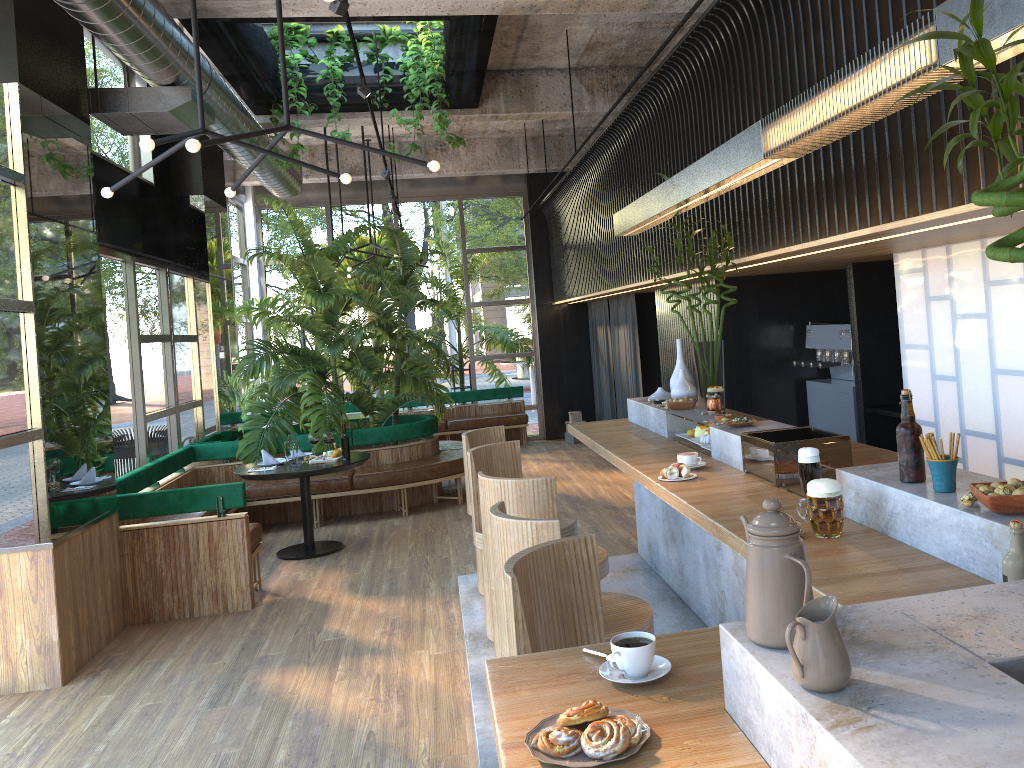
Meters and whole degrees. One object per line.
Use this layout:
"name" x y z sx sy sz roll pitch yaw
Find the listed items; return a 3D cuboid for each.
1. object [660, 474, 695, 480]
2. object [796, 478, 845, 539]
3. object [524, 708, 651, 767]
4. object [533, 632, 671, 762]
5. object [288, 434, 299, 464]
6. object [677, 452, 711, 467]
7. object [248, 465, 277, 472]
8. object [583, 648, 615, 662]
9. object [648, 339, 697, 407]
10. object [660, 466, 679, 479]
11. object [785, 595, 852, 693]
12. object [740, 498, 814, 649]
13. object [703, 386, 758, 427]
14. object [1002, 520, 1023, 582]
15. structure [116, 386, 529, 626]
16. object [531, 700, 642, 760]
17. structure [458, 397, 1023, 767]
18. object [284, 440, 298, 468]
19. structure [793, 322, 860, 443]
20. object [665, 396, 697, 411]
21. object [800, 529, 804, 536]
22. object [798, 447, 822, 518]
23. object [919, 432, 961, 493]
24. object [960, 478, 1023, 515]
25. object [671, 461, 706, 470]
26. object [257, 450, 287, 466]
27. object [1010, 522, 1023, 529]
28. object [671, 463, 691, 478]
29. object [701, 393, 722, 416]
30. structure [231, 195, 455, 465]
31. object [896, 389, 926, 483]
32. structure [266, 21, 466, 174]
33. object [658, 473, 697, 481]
"object" 0.709 0.398 3.803 0.117 0.005 0.126 -2 4 32
"object" 0.942 0.372 2.689 0.114 0.171 0.134 -5 1 -13
"object" 0.127 0.592 1.484 0.198 0.013 0.215 -2 4 28
"object" 0.154 0.551 1.624 0.175 0.073 0.433 -3 4 29
"object" -1.813 0.541 7.373 0.096 0.244 0.089 -4 0 -25
"object" 0.817 0.343 4.016 0.138 0.064 0.107 -6 3 -28
"object" -1.997 0.682 7.180 0.259 0.019 0.155 -5 4 -9
"object" 0.185 0.558 1.829 0.030 0.027 0.130 -5 4 -29
"object" 1.003 -0.070 5.363 0.304 0.397 0.332 -3 2 41
"object" 0.671 0.375 3.789 0.062 0.059 0.072 -5 2 -17
"object" 0.439 0.377 1.288 0.100 0.119 0.087 -4 1 1
"object" 0.437 0.308 1.488 0.124 0.234 0.204 -5 1 -39
"object" 1.050 0.112 4.502 0.212 0.134 0.801 -4 4 1
"object" 1.081 0.394 1.888 0.074 0.210 0.067 -4 0 -40
"structure" 0.351 0.731 3.458 6.127 1.546 19.844 -5 4 -6
"object" 0.130 0.573 1.477 0.155 0.052 0.161 -2 4 37
"structure" 2.815 0.477 3.025 5.943 1.727 7.028 -5 4 -7
"object" -1.789 0.569 7.209 0.101 0.209 0.110 -4 0 27
"structure" 2.668 0.286 7.098 0.558 1.592 0.827 -4 0 -7
"object" 0.970 0.109 5.112 0.191 0.073 0.230 -4 3 13
"object" 0.816 0.459 2.709 0.157 0.013 0.143 -7 5 -36
"object" 0.981 0.324 2.916 0.072 0.232 0.077 -4 0 25
"object" 1.201 0.219 2.483 0.104 0.161 0.107 -4 1 27
"object" 1.237 0.276 2.233 0.191 0.073 0.230 -4 3 13
"object" 0.798 0.373 4.013 0.164 0.020 0.157 -5 4 -11
"object" -2.014 0.611 7.436 0.242 0.139 0.224 -6 3 -24
"object" 1.078 0.397 1.816 0.068 0.214 0.168 -4 1 19
"object" 0.722 0.369 3.814 0.073 0.060 0.125 -6 3 -38
"object" 1.063 0.108 4.760 0.086 0.106 0.161 -3 3 39
"structure" -1.869 -0.399 9.783 2.521 3.431 2.577 -5 1 -23
"object" 1.186 0.152 2.649 0.072 0.276 0.078 -4 0 29
"structure" -1.280 -2.790 8.486 2.104 1.514 1.460 -4 2 21
"object" 0.709 0.400 3.807 0.166 0.005 0.168 -4 4 4
